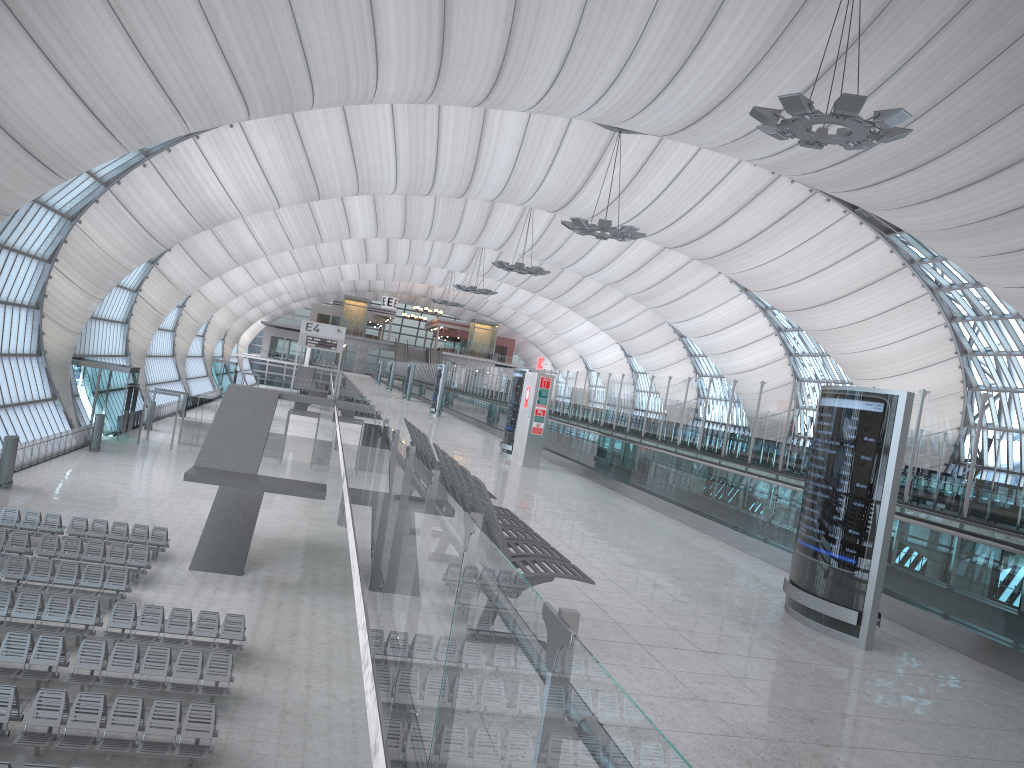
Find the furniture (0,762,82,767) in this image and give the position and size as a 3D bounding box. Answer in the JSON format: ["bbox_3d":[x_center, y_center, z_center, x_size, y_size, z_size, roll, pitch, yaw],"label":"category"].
[{"bbox_3d":[-5.357,5.231,11.007,2.705,0.913,1.572,10,0,-12],"label":"furniture"}]

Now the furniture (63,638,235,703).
[{"bbox_3d":[-6.327,5.093,15.709,2.705,0.913,1.572,10,0,-12],"label":"furniture"}]

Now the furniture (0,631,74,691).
[{"bbox_3d":[-9.073,4.628,15.129,2.705,0.913,1.572,10,0,-12],"label":"furniture"}]

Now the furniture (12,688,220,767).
[{"bbox_3d":[-5.842,5.162,13.358,2.705,0.913,1.572,10,0,-12],"label":"furniture"}]

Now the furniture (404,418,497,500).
[{"bbox_3d":[-0.722,0.921,8.981,0.713,0.902,2.520,10,0,-12],"label":"furniture"}]

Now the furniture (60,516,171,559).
[{"bbox_3d":[-11.105,4.339,24.979,2.705,0.913,1.572,10,0,-12],"label":"furniture"}]

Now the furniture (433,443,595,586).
[{"bbox_3d":[-0.129,1.005,6.019,0.713,0.902,2.520,10,0,-12],"label":"furniture"}]

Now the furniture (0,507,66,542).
[{"bbox_3d":[-13.852,3.873,24.399,2.705,0.913,1.572,10,0,-12],"label":"furniture"}]

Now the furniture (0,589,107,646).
[{"bbox_3d":[-9.558,4.559,17.479,2.705,0.913,1.572,10,0,-12],"label":"furniture"}]

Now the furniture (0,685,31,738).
[{"bbox_3d":[-8.589,4.697,12.778,2.705,0.913,1.572,10,0,-12],"label":"furniture"}]

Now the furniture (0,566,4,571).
[{"bbox_3d":[-12.844,4.016,19.514,2.705,0.913,1.572,10,0,-12],"label":"furniture"}]

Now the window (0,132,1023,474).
[{"bbox_3d":[-3.944,-3.721,77.402,50.537,20.004,167.818,10,0,-12],"label":"window"}]

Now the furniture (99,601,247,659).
[{"bbox_3d":[-6.812,5.025,18.059,2.705,0.913,1.572,10,0,-12],"label":"furniture"}]

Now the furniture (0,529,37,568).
[{"bbox_3d":[-13.318,3.949,21.814,2.705,0.913,1.572,10,0,-12],"label":"furniture"}]

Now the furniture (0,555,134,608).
[{"bbox_3d":[-10.098,4.482,20.094,2.705,0.913,1.572,10,0,-12],"label":"furniture"}]

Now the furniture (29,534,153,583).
[{"bbox_3d":[-10.572,4.415,22.394,2.705,0.913,1.572,10,0,-12],"label":"furniture"}]
